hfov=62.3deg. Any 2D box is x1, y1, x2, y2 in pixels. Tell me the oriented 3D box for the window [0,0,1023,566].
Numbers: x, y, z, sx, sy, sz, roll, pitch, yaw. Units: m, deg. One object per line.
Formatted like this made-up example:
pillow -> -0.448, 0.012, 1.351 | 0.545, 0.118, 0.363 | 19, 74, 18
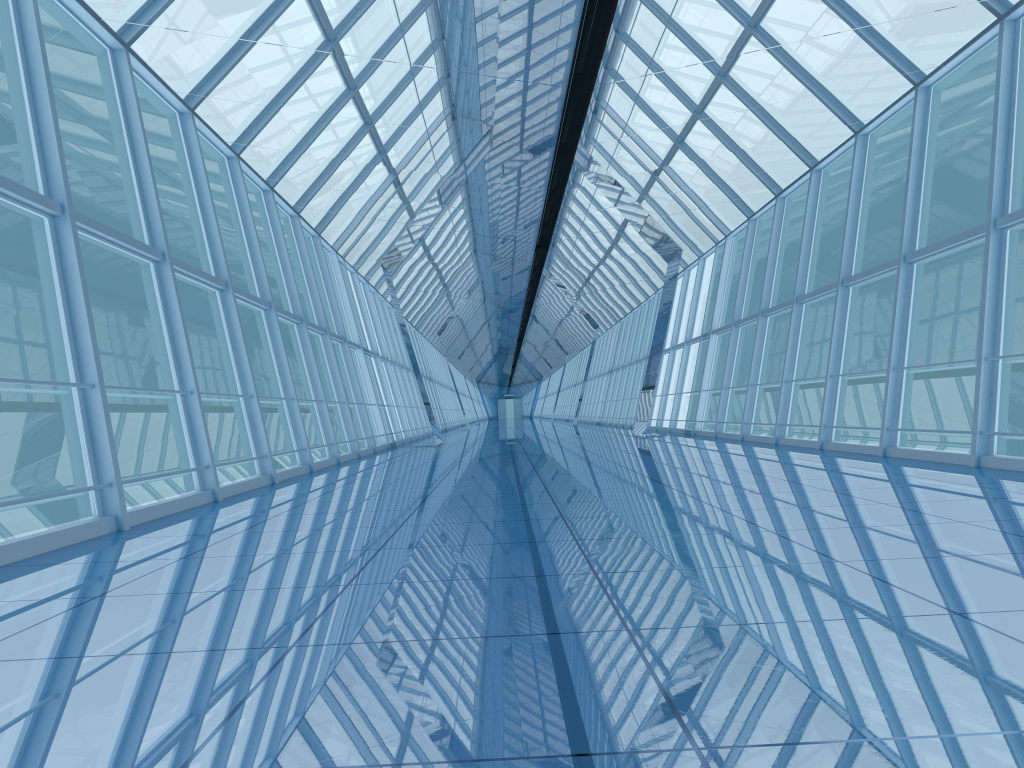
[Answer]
window -> 0.278, -0.148, 47.073 | 9.927, 4.957, 104.977 | -2, -2, -1
